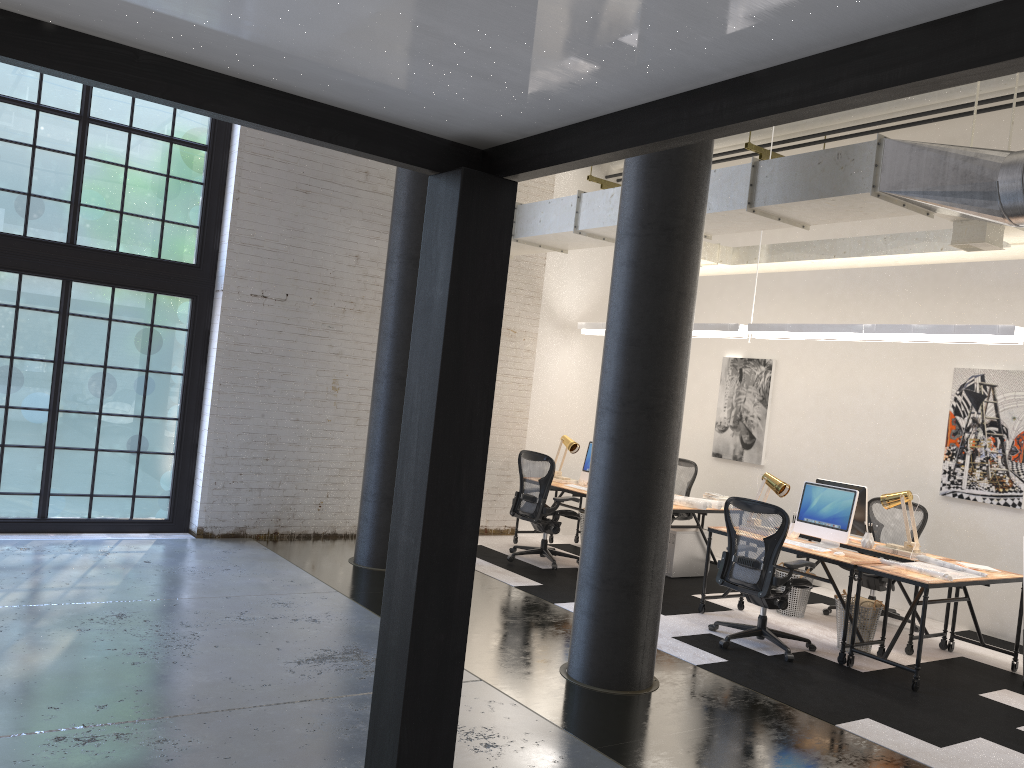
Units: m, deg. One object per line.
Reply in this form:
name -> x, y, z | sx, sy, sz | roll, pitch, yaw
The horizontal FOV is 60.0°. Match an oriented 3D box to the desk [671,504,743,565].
desk -> 1.557, 1.527, 8.608 | 1.402, 0.724, 0.529 | 6, 0, -35

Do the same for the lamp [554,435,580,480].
lamp -> 0.569, 0.784, 9.497 | 0.126, 0.470, 0.344 | 6, 1, -35

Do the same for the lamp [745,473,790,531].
lamp -> 2.115, 0.969, 7.315 | 0.128, 0.470, 0.344 | 6, 1, -35

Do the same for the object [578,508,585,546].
object -> 0.904, 1.607, 9.906 | 0.353, 0.435, 0.358 | 6, 0, -39

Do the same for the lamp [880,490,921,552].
lamp -> 3.113, 1.079, 7.106 | 0.128, 0.470, 0.344 | 6, 1, -35

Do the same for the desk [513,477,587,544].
desk -> 0.652, 1.429, 9.160 | 0.530, 0.724, 1.399 | 6, 0, -35

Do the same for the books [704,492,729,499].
books -> 2.047, 1.115, 8.870 | 0.153, 0.030, 0.185 | 6, 0, -37

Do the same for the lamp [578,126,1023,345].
lamp -> 3.058, -1.729, 7.192 | 0.226, 2.864, 7.295 | 6, 0, -35

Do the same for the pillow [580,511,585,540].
pillow -> 0.835, 1.612, 9.865 | 0.120, 0.406, 0.239 | 6, 1, -34

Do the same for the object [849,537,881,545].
object -> 2.921, 1.324, 7.579 | 0.119, 0.017, 0.438 | 6, 0, -35

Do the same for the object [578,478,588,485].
object -> 0.762, 1.015, 9.448 | 0.101, 0.127, 0.101 | 6, 0, 10

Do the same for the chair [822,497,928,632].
chair -> 3.250, 1.556, 7.813 | 0.770, 1.086, 0.793 | 7, 0, 39

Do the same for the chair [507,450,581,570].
chair -> 0.332, 1.214, 8.801 | 0.770, 1.086, 0.793 | 7, 0, 39

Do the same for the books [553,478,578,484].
books -> 0.536, 1.033, 9.557 | 0.226, 0.038, 0.308 | 6, 0, -35

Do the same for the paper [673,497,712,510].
paper -> 1.386, 1.102, 8.641 | 1.133, 0.082, 0.083 | 6, 0, 30

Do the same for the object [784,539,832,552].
object -> 2.248, 1.246, 6.848 | 0.119, 0.017, 0.438 | 6, 0, -35

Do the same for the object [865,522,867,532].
object -> 2.866, 1.219, 7.167 | 0.054, 0.207, 0.008 | 7, 1, 38

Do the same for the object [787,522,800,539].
object -> 2.307, 1.200, 7.265 | 0.101, 0.127, 0.101 | 6, 0, 10

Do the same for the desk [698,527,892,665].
desk -> 2.197, 1.614, 6.978 | 0.530, 0.724, 1.399 | 6, 0, -35

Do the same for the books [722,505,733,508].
books -> 2.041, 1.193, 8.854 | 0.200, 0.050, 0.271 | 6, 0, -38

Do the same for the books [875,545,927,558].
books -> 3.092, 1.329, 7.052 | 0.226, 0.038, 0.308 | 6, 0, -35

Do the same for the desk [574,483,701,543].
desk -> 1.346, 1.508, 9.640 | 0.530, 0.724, 1.399 | 6, 0, -35

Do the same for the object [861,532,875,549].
object -> 2.875, 1.263, 7.161 | 0.101, 0.127, 0.101 | 6, 0, 10

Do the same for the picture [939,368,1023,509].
picture -> 4.233, 0.462, 7.885 | 0.049, 1.183, 0.730 | 6, 1, -35

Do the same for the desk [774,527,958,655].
desk -> 2.891, 1.693, 7.458 | 0.530, 0.724, 1.399 | 6, 0, -35

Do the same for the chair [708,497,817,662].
chair -> 1.877, 1.399, 6.619 | 0.770, 1.086, 0.793 | 7, 0, 39

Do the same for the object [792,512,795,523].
object -> 2.302, 1.157, 7.276 | 0.008, 0.207, 0.054 | 7, 1, 20

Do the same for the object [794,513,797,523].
object -> 2.314, 1.159, 7.279 | 0.008, 0.207, 0.054 | 7, 1, 42

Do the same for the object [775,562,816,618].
object -> 2.449, 1.792, 7.723 | 0.353, 0.435, 0.358 | 6, 0, -39

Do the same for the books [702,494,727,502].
books -> 2.056, 1.148, 8.878 | 0.193, 0.044, 0.257 | 6, 0, -18

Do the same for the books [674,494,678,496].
books -> 1.547, 1.144, 9.234 | 0.226, 0.038, 0.308 | 6, 0, -35

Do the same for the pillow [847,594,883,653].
pillow -> 2.672, 1.826, 6.757 | 0.120, 0.406, 0.239 | 6, 1, -34

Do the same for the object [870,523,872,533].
object -> 2.888, 1.222, 7.149 | 0.008, 0.207, 0.054 | 7, 1, 20

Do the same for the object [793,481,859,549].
object -> 2.470, 1.037, 6.952 | 0.190, 0.485, 0.483 | 6, 0, -35

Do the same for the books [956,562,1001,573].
books -> 3.534, 1.389, 6.728 | 0.243, 0.019, 0.205 | 6, 0, 2

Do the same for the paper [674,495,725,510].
paper -> 1.523, 1.118, 8.736 | 1.133, 0.082, 0.083 | 6, 0, 20

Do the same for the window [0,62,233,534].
window -> -3.823, -1.236, 7.692 | 2.493, 5.180, 0.137 | 6, 1, -35

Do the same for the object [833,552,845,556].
object -> 2.430, 1.258, 6.575 | 0.106, 0.029, 0.059 | 6, 0, -34

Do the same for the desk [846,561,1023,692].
desk -> 3.102, 1.712, 6.426 | 1.402, 0.724, 0.529 | 6, 0, -35

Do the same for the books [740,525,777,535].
books -> 2.080, 1.218, 7.375 | 0.226, 0.038, 0.308 | 6, 0, -35

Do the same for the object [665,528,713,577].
object -> 1.745, 1.689, 8.932 | 0.544, 0.455, 0.221 | 6, 0, -35

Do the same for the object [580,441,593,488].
object -> 0.925, 0.851, 9.134 | 0.190, 0.485, 0.483 | 6, 0, -35

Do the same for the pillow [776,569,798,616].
pillow -> 2.380, 1.797, 7.682 | 0.120, 0.406, 0.239 | 6, 1, -34

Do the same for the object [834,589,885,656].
object -> 2.607, 1.805, 6.716 | 0.353, 0.435, 0.358 | 6, 0, -39

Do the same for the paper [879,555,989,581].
paper -> 3.029, 1.317, 6.376 | 0.626, 0.061, 0.567 | 7, 0, -37

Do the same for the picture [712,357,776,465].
picture -> 2.647, 0.294, 10.165 | 0.049, 1.183, 0.730 | 6, 1, -35

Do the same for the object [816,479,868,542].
object -> 2.751, 1.070, 7.470 | 0.190, 0.485, 0.483 | 6, 0, -35

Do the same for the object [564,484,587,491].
object -> 0.703, 1.061, 9.031 | 0.119, 0.017, 0.438 | 6, 0, -35

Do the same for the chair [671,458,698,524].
chair -> 1.705, 1.371, 9.995 | 0.770, 1.086, 0.793 | 7, 0, 39
